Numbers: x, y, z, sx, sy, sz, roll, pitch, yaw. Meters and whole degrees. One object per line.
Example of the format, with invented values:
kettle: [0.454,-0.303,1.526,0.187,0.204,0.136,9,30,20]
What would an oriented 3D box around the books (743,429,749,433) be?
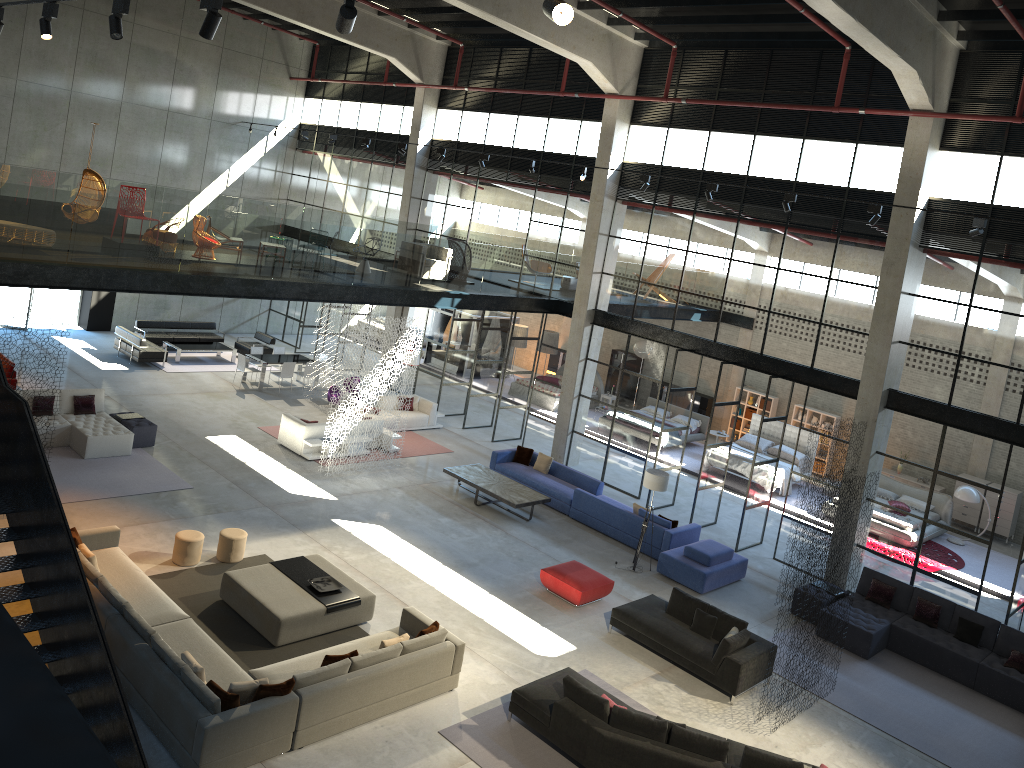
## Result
books: [7.042,1.408,26.007,0.315,0.054,0.229,20,15,42]

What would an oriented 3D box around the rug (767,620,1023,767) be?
rug: [5.535,4.431,12.655,3.703,0.020,2.637,21,15,42]

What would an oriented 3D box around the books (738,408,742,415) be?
books: [6.816,0.824,26.254,0.076,0.202,0.158,14,7,42]

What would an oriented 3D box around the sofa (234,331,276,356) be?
sofa: [-7.682,-1.108,26.158,0.970,0.751,0.817,18,11,42]

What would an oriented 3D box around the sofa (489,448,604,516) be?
sofa: [0.695,2.031,18.600,2.384,0.598,1.049,20,14,42]

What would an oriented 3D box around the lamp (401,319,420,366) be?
lamp: [-2.289,-1.014,20.487,0.436,1.090,0.448,7,6,-39]

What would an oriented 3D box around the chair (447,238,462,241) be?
chair: [-1.345,-3.066,21.689,0.691,0.977,0.833,12,7,12]

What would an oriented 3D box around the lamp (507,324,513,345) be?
lamp: [0.162,-0.996,29.216,0.800,1.906,0.691,10,4,-6]

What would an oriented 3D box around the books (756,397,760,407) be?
books: [7.312,0.523,25.858,0.089,0.317,0.251,14,7,42]

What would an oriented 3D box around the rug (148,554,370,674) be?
rug: [-3.377,3.121,11.175,3.703,0.020,2.637,21,15,42]

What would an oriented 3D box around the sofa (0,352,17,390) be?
sofa: [-11.280,-0.255,18.660,2.004,0.805,0.812,20,12,42]

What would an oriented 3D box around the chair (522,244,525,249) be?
chair: [0.722,-3.356,24.840,0.969,1.018,0.807,8,7,-19]

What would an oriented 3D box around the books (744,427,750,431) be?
books: [7.052,1.354,26.004,0.288,0.054,0.229,20,15,42]

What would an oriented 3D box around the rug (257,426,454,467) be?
rug: [-3.522,1.280,20.049,2.702,0.020,3.615,20,15,41]

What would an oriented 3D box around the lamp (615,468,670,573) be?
lamp: [2.327,2.407,15.367,0.437,1.727,0.664,13,5,39]

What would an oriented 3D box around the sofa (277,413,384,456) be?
sofa: [-3.931,1.043,19.173,0.967,0.662,2.129,18,13,41]

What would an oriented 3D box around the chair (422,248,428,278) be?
chair: [-1.997,-2.748,19.945,0.820,0.824,0.978,17,10,42]

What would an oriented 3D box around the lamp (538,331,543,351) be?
lamp: [1.179,-0.787,29.090,0.800,1.905,0.691,10,4,-6]

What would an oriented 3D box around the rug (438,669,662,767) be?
rug: [1.366,4.324,9.486,3.703,0.020,2.637,21,15,42]

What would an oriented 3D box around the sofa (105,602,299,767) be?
sofa: [-3.375,3.121,9.370,2.384,0.714,1.049,20,13,42]

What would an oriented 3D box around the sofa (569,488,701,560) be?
sofa: [2.366,2.603,16.985,2.384,0.714,1.049,20,13,42]

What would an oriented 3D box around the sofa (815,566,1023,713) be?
sofa: [6.926,4.128,13.194,4.236,0.860,1.817,20,14,42]

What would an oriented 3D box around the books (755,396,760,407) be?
books: [7.288,0.514,25.881,0.089,0.317,0.251,14,7,42]

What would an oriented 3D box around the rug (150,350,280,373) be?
rug: [-8.706,-0.662,24.961,2.459,0.025,3.377,20,15,41]

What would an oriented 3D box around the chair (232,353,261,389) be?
chair: [-6.883,-0.347,22.866,0.428,0.862,0.542,15,7,42]

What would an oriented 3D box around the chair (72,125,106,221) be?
chair: [-7.436,-3.680,15.359,0.643,1.760,0.599,12,4,17]

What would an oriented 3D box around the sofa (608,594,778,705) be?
sofa: [2.543,3.627,12.513,2.150,0.555,1.076,20,14,42]

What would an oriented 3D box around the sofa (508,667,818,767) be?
sofa: [1.927,4.096,9.668,4.111,0.557,1.478,15,11,21]

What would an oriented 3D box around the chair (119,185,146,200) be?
chair: [-6.851,-3.081,15.999,0.673,0.972,0.642,16,8,42]

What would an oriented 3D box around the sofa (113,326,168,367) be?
sofa: [-10.009,-1.020,23.667,1.685,0.750,0.817,19,12,42]

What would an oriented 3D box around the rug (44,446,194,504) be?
rug: [-7.786,1.530,15.055,2.702,0.020,3.615,20,15,41]

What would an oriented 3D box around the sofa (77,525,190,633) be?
sofa: [-5.026,2.498,10.956,2.384,0.714,1.049,20,13,42]

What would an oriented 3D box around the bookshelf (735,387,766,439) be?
bookshelf: [7.089,1.097,25.975,1.264,1.741,0.327,16,6,42]

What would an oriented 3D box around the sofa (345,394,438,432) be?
sofa: [-2.947,0.724,21.609,0.961,0.661,2.138,18,13,41]

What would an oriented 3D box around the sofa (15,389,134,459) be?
sofa: [-9.045,0.765,15.507,1.862,0.860,4.134,19,14,41]

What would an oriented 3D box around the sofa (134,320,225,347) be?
sofa: [-9.741,-1.402,25.773,0.837,0.749,2.443,17,13,42]

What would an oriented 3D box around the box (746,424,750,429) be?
box: [7.080,1.273,26.015,0.217,0.107,0.131,19,12,42]

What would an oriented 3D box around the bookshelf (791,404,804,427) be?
bookshelf: [8.433,1.600,24.695,1.264,1.741,0.327,16,6,42]

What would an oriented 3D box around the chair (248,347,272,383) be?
chair: [-6.832,-0.518,23.747,0.555,0.862,0.417,16,7,42]

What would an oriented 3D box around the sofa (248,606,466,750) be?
sofa: [-1.755,3.255,10.150,1.075,0.714,2.327,18,13,41]

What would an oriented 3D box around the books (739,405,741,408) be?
books: [6.782,0.773,26.272,0.049,0.284,0.184,14,6,42]
